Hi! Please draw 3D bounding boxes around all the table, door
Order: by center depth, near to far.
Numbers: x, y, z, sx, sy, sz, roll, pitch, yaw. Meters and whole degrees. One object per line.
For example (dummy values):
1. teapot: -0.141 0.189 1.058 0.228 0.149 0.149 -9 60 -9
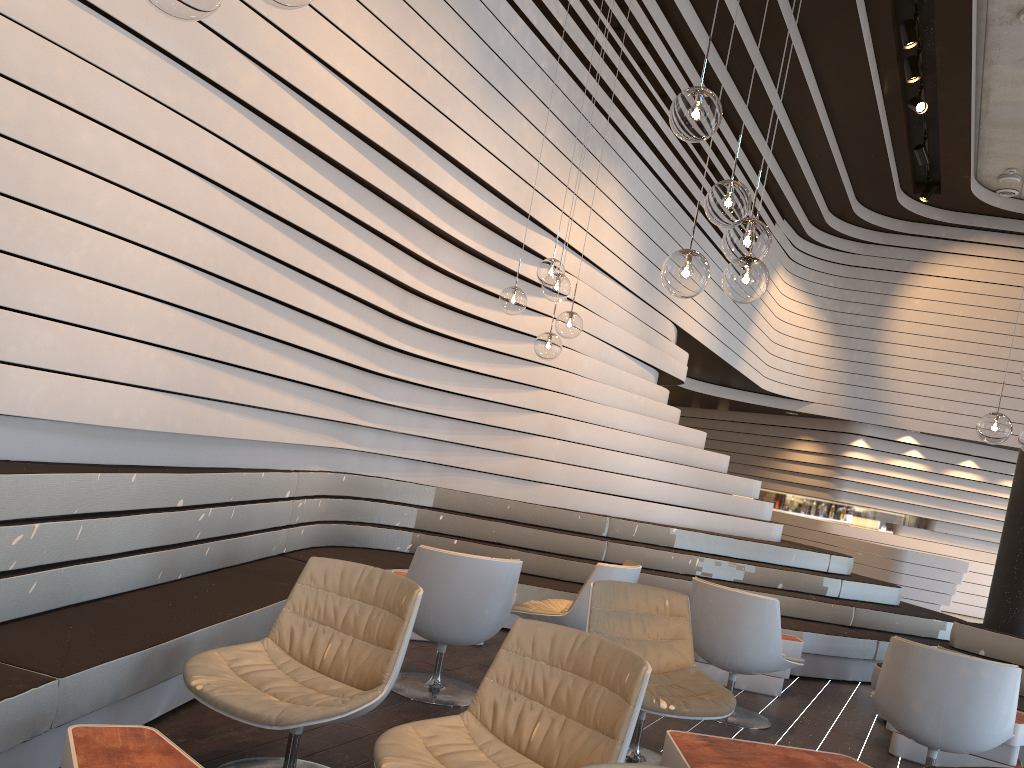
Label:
1. table: -0.802 1.129 2.031 0.415 0.371 0.903 12 -3 -30
2. table: 0.876 1.538 3.248 0.909 0.371 0.412 12 -2 -25
3. table: 2.499 1.974 4.972 0.902 0.371 0.415 9 -2 30
4. table: -0.481 1.467 5.749 0.909 0.371 0.412 12 -2 -25
5. table: 1.537 1.873 6.051 0.905 0.371 0.414 11 -1 0
6. door: -1.222 0.695 9.046 0.967 2.111 0.163 11 2 27
7. door: 2.095 1.726 18.523 1.764 2.708 0.079 11 2 32

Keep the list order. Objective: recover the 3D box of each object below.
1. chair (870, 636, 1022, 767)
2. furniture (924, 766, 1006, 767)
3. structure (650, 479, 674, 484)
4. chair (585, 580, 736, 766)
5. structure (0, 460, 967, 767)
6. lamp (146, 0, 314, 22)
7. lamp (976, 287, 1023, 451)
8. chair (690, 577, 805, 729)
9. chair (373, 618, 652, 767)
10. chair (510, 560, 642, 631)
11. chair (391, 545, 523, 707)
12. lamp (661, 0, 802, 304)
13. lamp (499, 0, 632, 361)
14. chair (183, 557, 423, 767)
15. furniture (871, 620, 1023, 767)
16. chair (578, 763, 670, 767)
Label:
1. chair: 2.091 1.647 4.319 0.654 0.768 0.713 10 -1 28
2. furniture: 1.092 1.318 2.126 1.275 0.723 1.774 11 -3 -2
3. structure: 2.949 1.956 17.423 0.018 0.470 0.798 9 -1 -37
4. chair: 0.625 1.346 4.007 0.658 0.768 0.708 11 -1 -22
5. structure: -1.329 0.750 2.088 5.754 0.928 18.286 9 -5 24
6. lamp: -0.121 -2.956 1.484 0.292 4.686 0.544 12 2 23
7. lamp: 4.363 -1.284 10.107 9.002 4.620 42.100 9 -4 28
8. chair: 1.340 1.572 5.214 0.653 0.768 0.713 10 -1 44
9. chair: -0.012 1.117 2.557 0.713 0.768 0.653 12 -1 -42
10. chair: 0.357 1.393 5.313 0.708 0.768 0.659 10 -1 27
11. chair: -0.337 1.206 4.571 0.658 0.768 0.709 11 -1 -18
12. lamp: 1.096 -2.623 2.968 0.308 4.753 0.664 12 2 36
13. lamp: 0.578 -2.478 5.099 0.533 4.726 0.331 10 2 -11
14. chair: -0.716 1.018 3.021 0.654 0.768 0.713 10 -1 35
15. furniture: 3.379 2.019 5.705 1.778 0.723 1.272 12 -3 -27
16. chair: 0.304 1.087 1.355 0.707 0.768 0.659 10 -1 31
